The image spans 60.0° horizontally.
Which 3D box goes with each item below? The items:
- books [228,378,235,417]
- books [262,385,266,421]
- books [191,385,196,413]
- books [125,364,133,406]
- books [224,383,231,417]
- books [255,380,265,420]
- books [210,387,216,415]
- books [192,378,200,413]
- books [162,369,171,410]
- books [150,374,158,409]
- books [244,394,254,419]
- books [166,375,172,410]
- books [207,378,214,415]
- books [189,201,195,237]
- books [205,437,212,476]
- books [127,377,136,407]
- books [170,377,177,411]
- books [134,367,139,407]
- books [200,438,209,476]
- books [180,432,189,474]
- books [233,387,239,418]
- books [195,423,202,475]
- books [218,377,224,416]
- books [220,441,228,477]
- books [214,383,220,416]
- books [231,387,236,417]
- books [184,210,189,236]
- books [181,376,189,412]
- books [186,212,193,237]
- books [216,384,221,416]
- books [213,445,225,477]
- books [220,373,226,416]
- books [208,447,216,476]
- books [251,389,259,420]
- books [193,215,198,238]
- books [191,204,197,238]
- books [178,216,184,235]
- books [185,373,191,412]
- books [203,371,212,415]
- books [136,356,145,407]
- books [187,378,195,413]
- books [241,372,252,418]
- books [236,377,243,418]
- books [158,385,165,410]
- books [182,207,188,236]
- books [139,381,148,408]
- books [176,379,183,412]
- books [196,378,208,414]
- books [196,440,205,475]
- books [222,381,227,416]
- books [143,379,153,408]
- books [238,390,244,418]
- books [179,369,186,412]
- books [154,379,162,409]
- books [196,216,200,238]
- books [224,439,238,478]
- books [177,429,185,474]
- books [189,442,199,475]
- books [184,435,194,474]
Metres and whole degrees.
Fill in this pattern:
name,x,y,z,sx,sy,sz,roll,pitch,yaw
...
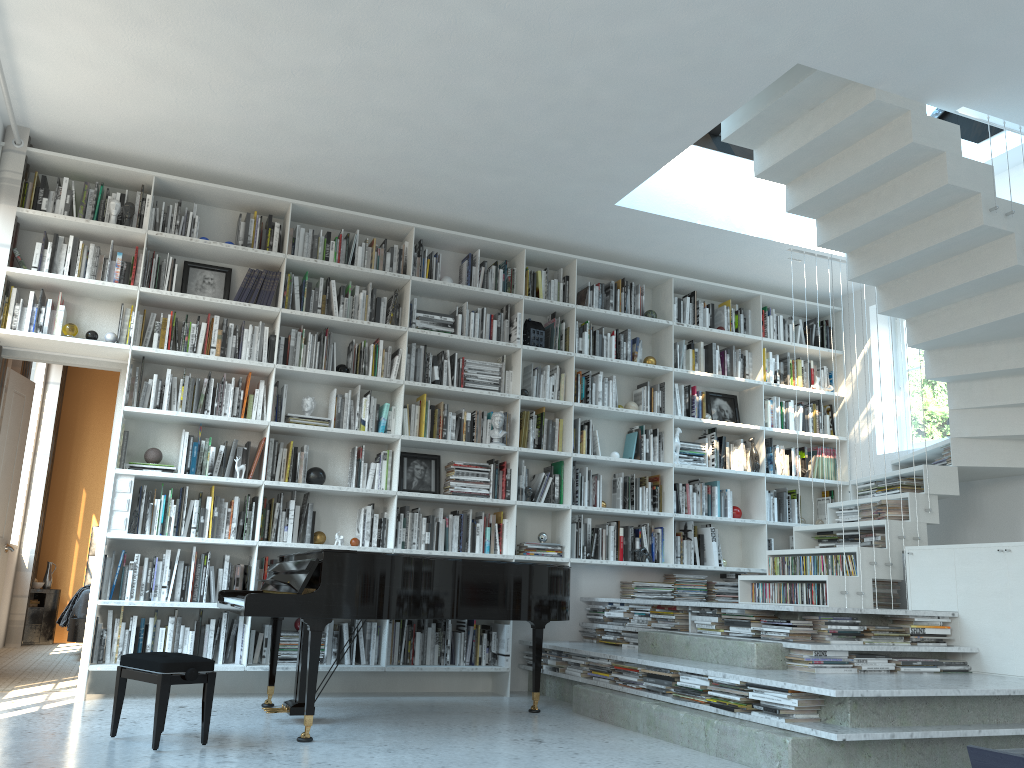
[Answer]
name,x,y,z,sx,sy,sz,roll,pitch,yaw
books,-1.786,0.109,5.623,0.015,0.274,0.157,7,-14,-22
books,-1.600,0.147,5.715,0.036,0.257,0.123,7,-14,-22
books,-2.003,0.121,5.553,0.010,0.203,0.139,7,-14,-22
books,-2.342,0.035,5.418,0.012,0.284,0.160,7,-14,-22
books,-1.817,0.128,5.637,0.028,0.242,0.132,7,-14,-22
books,-1.629,0.129,5.705,0.027,0.285,0.148,7,-14,-22
books,-1.890,0.134,5.590,0.021,0.204,0.130,7,-14,-22
books,-1.980,0.100,5.546,0.023,0.242,0.185,7,-14,-22
books,-2.142,0.061,5.490,0.023,0.280,0.174,7,-14,-22
books,-2.204,0.072,5.447,0.022,0.235,0.177,7,-14,-22
books,-1.683,0.171,5.667,0.030,0.183,0.152,7,-14,-22
books,-2.124,0.079,5.485,0.011,0.245,0.176,7,-14,-22
books,-1.908,0.106,5.588,0.021,0.256,0.156,7,-14,-22
books,-2.079,-1.016,5.748,0.007,0.300,0.145,7,-14,-22
books,-1.889,0.466,5.502,0.011,0.250,0.172,7,-14,-22
books,-2.323,0.072,5.409,0.026,0.208,0.155,7,-14,-22
books,-2.105,0.089,5.517,0.049,0.242,0.139,7,-14,-22
books,-2.294,0.044,5.409,0.027,0.265,0.176,7,-14,-22
books,-1.911,0.469,5.513,0.022,0.248,0.129,7,-14,-22
books,-2.022,0.439,5.459,0.024,0.272,0.150,7,-14,-22
books,-1.767,0.143,5.644,0.021,0.220,0.149,7,-14,-22
books,-1.953,0.421,5.505,0.011,0.335,0.153,7,-14,-22
books,-1.847,0.105,5.607,0.012,0.271,0.145,7,-14,-22
books,-1.807,0.486,5.556,0.013,0.241,0.141,7,-14,-22
books,-1.869,0.121,5.586,0.013,0.228,0.177,7,-14,-22
books,-1.780,0.142,5.634,0.012,0.217,0.160,7,-14,-22
books,-2.104,-0.983,5.716,0.013,0.219,0.181,7,-14,-22
books,-2.038,0.088,5.514,0.021,0.247,0.189,7,-14,-22
books,-2.086,-0.979,5.715,0.021,0.213,0.173,7,-14,-22
books,-1.861,0.126,5.602,0.013,0.227,0.152,7,-14,-22
books,-1.840,0.496,5.541,0.056,0.213,0.143,7,-14,-22
books,-1.842,0.093,5.629,0.011,0.303,0.130,7,-14,-22
books,-1.867,0.496,5.492,0.029,0.189,0.189,7,-14,-22
books,-1.655,0.155,5.683,0.031,0.223,0.145,7,-14,-22
books,-2.056,-0.966,5.742,0.014,0.201,0.171,7,-14,-22
books,-2.074,-1.009,5.762,0.015,0.292,0.131,7,-14,-22
books,-2.136,-0.968,5.703,0.026,0.182,0.162,7,-14,-22
books,-2.030,0.082,5.538,0.011,0.270,0.158,7,-14,-22
books,-1.919,0.081,5.577,0.013,0.299,0.152,7,-14,-22
books,-2.273,0.013,5.421,0.012,0.333,0.185,7,-14,-22
books,-2.008,0.097,5.526,0.024,0.236,0.167,7,-14,-22
books,-1.710,0.097,5.668,0.035,0.325,0.170,7,-14,-22
books,-1.751,0.111,5.663,0.015,0.292,0.144,7,-14,-22
books,-2.173,0.108,5.491,0.021,0.187,0.129,7,-14,-22
books,-2.119,-0.999,5.723,0.013,0.252,0.129,7,-14,-22
books,-2.256,0.091,5.419,0.037,0.181,0.189,7,-14,-22
books,-2.069,0.095,5.510,0.014,0.229,0.148,7,-14,-22
books,-1.954,0.102,5.577,0.048,0.256,0.142,7,-14,-22
books,-1.939,0.475,5.507,0.030,0.231,0.148,7,-14,-22
books,-1.831,0.119,5.622,0.011,0.251,0.139,7,-14,-22
books,-2.241,0.084,5.447,0.042,0.208,0.143,7,-14,-22
books,-1.734,0.153,5.645,0.013,0.203,0.162,7,-14,-22
books,-2.055,0.065,5.520,0.011,0.292,0.184,7,-14,-22
books,-2.178,0.089,5.444,0.028,0.203,0.188,7,-14,-22
books,-2.047,-0.966,5.756,0.013,0.209,0.136,7,-14,-22
books,-1.768,0.482,5.558,0.060,0.254,0.158,7,-14,-22
books,-2.038,0.431,5.454,0.012,0.284,0.160,7,-14,-22
books,-1.961,0.474,5.454,0.029,0.207,0.190,7,-14,-22
books,-1.999,0.453,5.474,0.031,0.255,0.143,7,-14,-22
